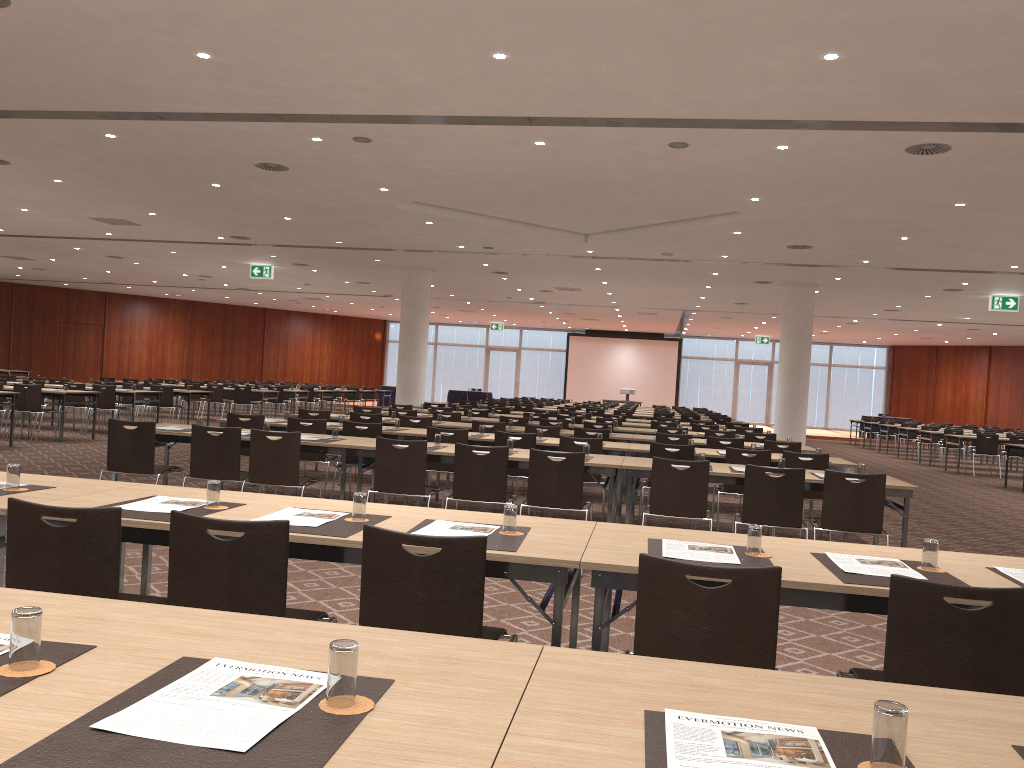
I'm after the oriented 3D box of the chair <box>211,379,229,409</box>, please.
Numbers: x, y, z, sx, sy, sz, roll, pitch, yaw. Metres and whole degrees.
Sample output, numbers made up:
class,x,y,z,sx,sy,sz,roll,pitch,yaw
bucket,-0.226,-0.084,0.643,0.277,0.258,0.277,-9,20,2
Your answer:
class,x,y,z,sx,sy,sz,roll,pitch,yaw
chair,-9.252,0.333,28.440,0.535,0.939,0.613,4,1,7

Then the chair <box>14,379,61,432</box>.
class,x,y,z,sx,sy,sz,roll,pitch,yaw
chair,-8.870,0.397,16.599,0.535,0.939,0.614,4,1,11

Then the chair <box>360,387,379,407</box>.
class,x,y,z,sx,sy,sz,roll,pitch,yaw
chair,-5.084,0.573,31.684,0.535,0.939,0.614,4,1,9

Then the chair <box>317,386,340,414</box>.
class,x,y,z,sx,sy,sz,roll,pitch,yaw
chair,-5.728,0.548,27.736,0.535,0.939,0.614,4,1,11

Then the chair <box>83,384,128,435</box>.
class,x,y,z,sx,sy,sz,roll,pitch,yaw
chair,-7.510,0.480,16.457,0.535,0.939,0.613,4,1,8

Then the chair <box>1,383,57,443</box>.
class,x,y,z,sx,sy,sz,roll,pitch,yaw
chair,-7.884,0.464,14.534,0.535,0.939,0.614,4,1,11

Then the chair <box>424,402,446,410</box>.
class,x,y,z,sx,sy,sz,roll,pitch,yaw
chair,-1.511,0.837,17.524,0.535,0.939,0.614,4,1,8

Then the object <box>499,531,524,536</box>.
class,x,y,z,sx,sy,sz,roll,pitch,yaw
object,-0.002,0.609,3.620,0.102,0.001,0.102,3,0,-25

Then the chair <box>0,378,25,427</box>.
class,x,y,z,sx,sy,sz,roll,pitch,yaw
chair,-9.685,0.348,16.847,0.535,0.939,0.614,4,1,12

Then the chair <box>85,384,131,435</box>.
class,x,y,z,sx,sy,sz,roll,pitch,yaw
chair,-7.466,0.482,16.450,0.535,0.939,0.614,4,1,12

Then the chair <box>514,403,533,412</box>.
class,x,y,z,sx,sy,sz,roll,pitch,yaw
chair,0.273,0.933,20.749,0.535,0.939,0.614,4,1,10

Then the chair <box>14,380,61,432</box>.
class,x,y,z,sx,sy,sz,roll,pitch,yaw
chair,-8.861,0.398,16.598,0.535,0.939,0.614,4,1,9

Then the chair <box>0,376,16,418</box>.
class,x,y,z,sx,sy,sz,roll,pitch,yaw
chair,-10.664,0.281,18.911,0.535,0.939,0.614,4,1,11

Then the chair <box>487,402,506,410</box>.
class,x,y,z,sx,sy,sz,roll,pitch,yaw
chair,-0.359,0.895,20.927,0.535,0.939,0.614,4,1,10

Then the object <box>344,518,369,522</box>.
class,x,y,z,sx,sy,sz,roll,pitch,yaw
object,-0.651,0.570,3.719,0.102,0.001,0.102,3,0,-25

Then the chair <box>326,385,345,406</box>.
class,x,y,z,sx,sy,sz,roll,pitch,yaw
chair,-6.324,0.497,31.881,0.535,0.939,0.613,4,1,8

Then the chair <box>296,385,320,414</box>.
class,x,y,z,sx,sy,sz,roll,pitch,yaw
chair,-6.393,0.507,27.924,0.535,0.939,0.614,4,1,11

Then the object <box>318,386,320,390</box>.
class,x,y,z,sx,sy,sz,roll,pitch,yaw
object,-5.727,0.128,26.350,0.054,0.114,0.054,3,1,-2

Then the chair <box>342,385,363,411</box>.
class,x,y,z,sx,sy,sz,roll,pitch,yaw
chair,-5.712,0.534,31.866,0.535,0.939,0.614,4,1,12

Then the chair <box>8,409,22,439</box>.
class,x,y,z,sx,sy,sz,roll,pitch,yaw
chair,-8.433,0.431,14.504,0.535,0.939,0.613,4,1,6

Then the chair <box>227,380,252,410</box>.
class,x,y,z,sx,sy,sz,roll,pitch,yaw
chair,-8.646,0.371,28.202,0.535,0.939,0.614,4,1,12

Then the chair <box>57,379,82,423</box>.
class,x,y,z,sx,sy,sz,roll,pitch,yaw
chair,-9.496,0.352,18.724,0.535,0.939,0.614,4,1,9

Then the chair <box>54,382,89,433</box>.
class,x,y,z,sx,sy,sz,roll,pitch,yaw
chair,-8.116,0.443,16.597,0.535,0.939,0.613,4,1,6

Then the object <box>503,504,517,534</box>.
class,x,y,z,sx,sy,sz,roll,pitch,yaw
object,-0.008,0.552,3.625,0.054,0.114,0.054,3,1,-25

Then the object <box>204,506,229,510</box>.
class,x,y,z,sx,sy,sz,roll,pitch,yaw
object,-1.274,0.532,3.819,0.102,0.001,0.102,3,0,-25

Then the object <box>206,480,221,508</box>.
class,x,y,z,sx,sy,sz,roll,pitch,yaw
object,-1.287,0.474,3.820,0.054,0.114,0.054,3,1,-25

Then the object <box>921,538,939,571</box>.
class,x,y,z,sx,sy,sz,roll,pitch,yaw
object,1.592,0.649,3.378,0.054,0.114,0.054,4,1,43

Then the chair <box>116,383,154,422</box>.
class,x,y,z,sx,sy,sz,roll,pitch,yaw
chair,-7.875,0.451,18.540,0.535,0.939,0.613,4,1,7

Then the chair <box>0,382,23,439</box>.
class,x,y,z,sx,sy,sz,roll,pitch,yaw
chair,-8.425,0.431,14.503,0.535,0.939,0.613,4,1,7

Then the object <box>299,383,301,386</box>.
class,x,y,z,sx,sy,sz,roll,pitch,yaw
object,-7.343,0.016,30.666,0.054,0.114,0.054,3,1,-25

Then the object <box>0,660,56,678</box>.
class,x,y,z,sx,sy,sz,roll,pitch,yaw
object,-0.953,0.559,1.741,0.102,0.001,0.102,3,0,-2

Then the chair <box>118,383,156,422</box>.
class,x,y,z,sx,sy,sz,roll,pitch,yaw
chair,-7.826,0.454,18.533,0.535,0.939,0.614,4,1,10

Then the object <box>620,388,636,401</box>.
class,x,y,z,sx,sy,sz,roll,pitch,yaw
object,4.439,0.415,34.020,0.576,0.472,0.614,4,0,9

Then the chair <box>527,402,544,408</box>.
class,x,y,z,sx,sy,sz,roll,pitch,yaw
chair,0.592,0.945,22.801,0.535,0.939,0.614,4,1,10

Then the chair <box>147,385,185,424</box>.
class,x,y,z,sx,sy,sz,roll,pitch,yaw
chair,-7.143,0.495,18.349,0.535,0.939,0.614,4,1,8

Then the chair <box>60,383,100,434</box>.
class,x,y,z,sx,sy,sz,roll,pitch,yaw
chair,-8.111,0.443,16.596,0.535,0.939,0.614,4,1,9

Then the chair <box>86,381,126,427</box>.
class,x,y,z,sx,sy,sz,roll,pitch,yaw
chair,-8.527,0.411,18.688,0.535,0.939,0.614,4,1,12

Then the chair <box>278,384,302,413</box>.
class,x,y,z,sx,sy,sz,roll,pitch,yaw
chair,-6.998,0.470,28.081,0.535,0.939,0.614,4,1,10

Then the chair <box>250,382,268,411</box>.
class,x,y,z,sx,sy,sz,roll,pitch,yaw
chair,-7.930,0.414,28.169,0.535,0.939,0.613,4,1,6

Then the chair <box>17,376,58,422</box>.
class,x,y,z,sx,sy,sz,roll,pitch,yaw
chair,-10.079,0.317,18.892,0.535,0.939,0.613,4,1,9

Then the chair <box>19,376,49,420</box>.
class,x,y,z,sx,sy,sz,roll,pitch,yaw
chair,-10.046,0.319,18.887,0.535,0.939,0.614,4,1,9

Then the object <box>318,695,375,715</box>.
class,x,y,z,sx,sy,sz,roll,pitch,yaw
object,-0.308,0.598,1.653,0.102,0.001,0.102,3,0,-2

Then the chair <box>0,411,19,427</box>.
class,x,y,z,sx,sy,sz,roll,pitch,yaw
chair,-9.809,0.340,16.867,0.535,0.939,0.614,4,1,9

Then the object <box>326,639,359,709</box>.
class,x,y,z,sx,sy,sz,roll,pitch,yaw
object,-0.317,0.540,1.656,0.054,0.114,0.054,4,1,43

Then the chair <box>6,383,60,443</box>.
class,x,y,z,sx,sy,sz,roll,pitch,yaw
chair,-7.816,0.468,14.524,0.535,0.939,0.614,4,1,8

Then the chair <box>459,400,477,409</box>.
class,x,y,z,sx,sy,sz,roll,pitch,yaw
chair,-1.022,0.855,20.991,0.535,0.939,0.614,4,1,11

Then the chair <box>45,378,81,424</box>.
class,x,y,z,sx,sy,sz,roll,pitch,yaw
chair,-9.495,0.352,18.724,0.535,0.939,0.613,4,1,6

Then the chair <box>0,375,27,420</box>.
class,x,y,z,sx,sy,sz,roll,pitch,yaw
chair,-10.778,0.274,18.929,0.535,0.939,0.614,4,1,12

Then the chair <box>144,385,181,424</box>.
class,x,y,z,sx,sy,sz,roll,pitch,yaw
chair,-7.221,0.491,18.361,0.535,0.939,0.613,4,1,7

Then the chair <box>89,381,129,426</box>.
class,x,y,z,sx,sy,sz,roll,pitch,yaw
chair,-8.462,0.415,18.677,0.535,0.939,0.614,4,1,8

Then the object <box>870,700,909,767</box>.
class,x,y,z,sx,sy,sz,roll,pitch,yaw
object,0.636,0.598,1.496,0.054,0.114,0.054,4,1,43

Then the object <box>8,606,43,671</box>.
class,x,y,z,sx,sy,sz,roll,pitch,yaw
object,-0.958,0.501,1.748,0.054,0.114,0.054,4,1,43

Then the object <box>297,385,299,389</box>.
class,x,y,z,sx,sy,sz,roll,pitch,yaw
object,-6.385,0.088,26.450,0.054,0.114,0.054,3,1,-2

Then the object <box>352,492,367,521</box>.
class,x,y,z,sx,sy,sz,roll,pitch,yaw
object,-0.640,0.513,3.722,0.054,0.114,0.054,3,1,-25

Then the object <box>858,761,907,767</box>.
class,x,y,z,sx,sy,sz,roll,pitch,yaw
object,0.635,0.655,1.489,0.102,0.001,0.102,3,0,-2
